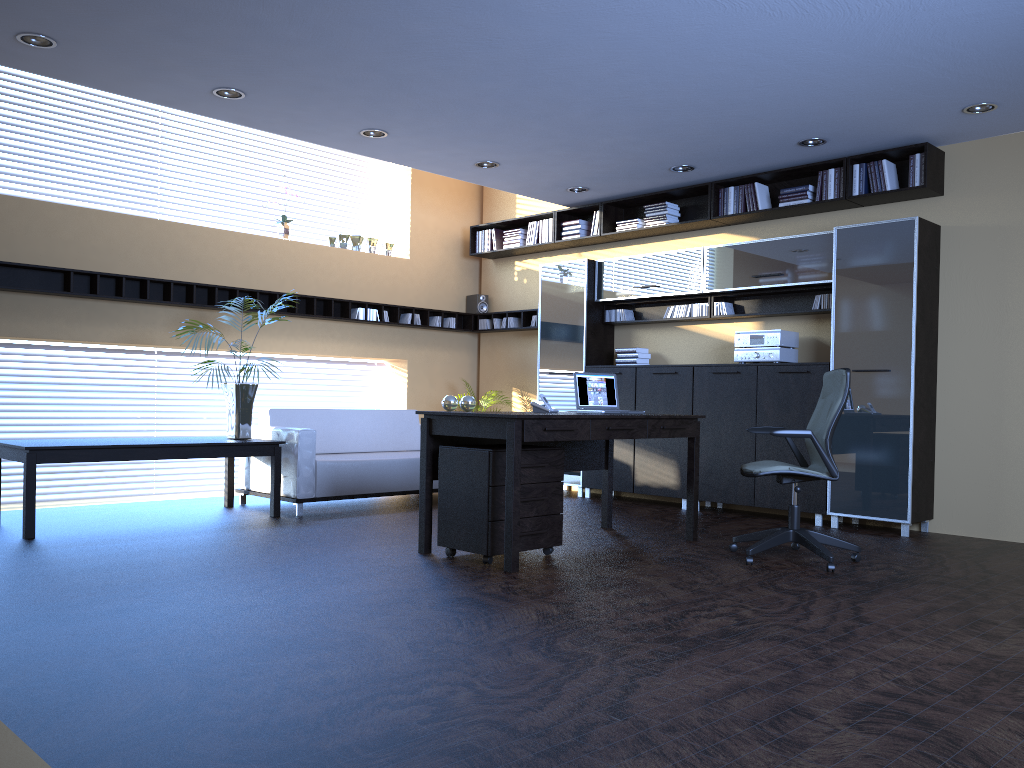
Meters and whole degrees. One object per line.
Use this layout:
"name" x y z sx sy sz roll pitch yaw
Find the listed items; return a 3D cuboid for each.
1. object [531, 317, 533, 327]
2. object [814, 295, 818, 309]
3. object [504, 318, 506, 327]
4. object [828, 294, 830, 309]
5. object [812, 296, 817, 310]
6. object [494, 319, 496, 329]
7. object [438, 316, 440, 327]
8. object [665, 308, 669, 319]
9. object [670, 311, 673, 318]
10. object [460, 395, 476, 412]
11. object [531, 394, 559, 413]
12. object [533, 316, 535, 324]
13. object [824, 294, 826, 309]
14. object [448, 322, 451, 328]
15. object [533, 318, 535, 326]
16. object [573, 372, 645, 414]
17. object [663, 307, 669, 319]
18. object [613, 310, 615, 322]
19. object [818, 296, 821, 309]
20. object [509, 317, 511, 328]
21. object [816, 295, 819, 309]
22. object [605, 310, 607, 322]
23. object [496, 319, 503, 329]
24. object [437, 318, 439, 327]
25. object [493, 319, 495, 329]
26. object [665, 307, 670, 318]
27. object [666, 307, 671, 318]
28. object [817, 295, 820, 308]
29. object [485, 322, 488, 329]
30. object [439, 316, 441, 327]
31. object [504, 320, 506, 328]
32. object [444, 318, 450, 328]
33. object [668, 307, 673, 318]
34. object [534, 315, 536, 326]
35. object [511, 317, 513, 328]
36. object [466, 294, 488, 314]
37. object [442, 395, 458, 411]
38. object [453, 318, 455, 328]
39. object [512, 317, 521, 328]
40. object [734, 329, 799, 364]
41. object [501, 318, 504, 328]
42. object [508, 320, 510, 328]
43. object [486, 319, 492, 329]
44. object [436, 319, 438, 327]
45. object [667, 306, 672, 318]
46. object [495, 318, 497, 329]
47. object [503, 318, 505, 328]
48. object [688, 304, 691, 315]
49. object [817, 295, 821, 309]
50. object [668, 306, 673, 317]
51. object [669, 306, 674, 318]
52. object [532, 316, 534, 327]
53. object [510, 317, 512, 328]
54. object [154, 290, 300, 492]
"object" 0.271 -0.692 9.856 0.142 0.118 0.040 2 0 -45
"object" 2.606 -0.685 7.502 0.142 0.120 0.030 2 0 -45
"object" -0.032 -0.694 10.162 0.142 0.120 0.030 2 0 -45
"object" 2.679 -0.685 7.416 0.142 0.120 0.009 2 0 -45
"object" 2.596 -0.684 7.512 0.142 0.118 0.040 2 0 -45
"object" -0.144 -0.695 10.274 0.142 0.120 0.030 2 0 -45
"object" -0.879 -0.712 10.164 0.030 0.120 0.142 1 0 -45
"object" 1.544 -0.686 8.579 0.142 0.113 0.059 2 0 -45
"object" 1.579 -0.686 8.543 0.142 0.113 0.059 2 0 -45
"object" -0.286 0.126 5.736 0.105 0.105 0.105 1 0 -26
"object" 0.216 0.127 5.846 0.146 0.127 0.130 1 0 30
"object" 0.289 -0.693 9.837 0.142 0.120 0.030 2 0 -45
"object" 2.654 -0.685 7.433 0.142 0.120 0.009 2 0 -45
"object" -0.762 -0.708 10.288 0.009 0.120 0.142 1 0 -45
"object" 0.296 -0.693 9.830 0.142 0.120 0.030 2 0 -45
"object" 0.670 0.062 6.117 0.390 0.283 0.323 2 0 -35
"object" 1.529 -0.686 8.579 0.059 0.113 0.142 1 0 45
"object" 1.082 -0.691 9.034 0.142 0.120 0.009 2 0 -45
"object" 2.627 -0.685 7.479 0.142 0.120 0.030 2 0 -45
"object" 0.028 -0.694 10.100 0.142 0.120 0.030 2 0 -45
"object" 2.613 -0.685 7.494 0.142 0.120 0.030 2 0 -45
"object" 1.010 -0.691 9.105 0.142 0.120 0.009 2 0 -44
"object" -0.126 -0.694 10.256 0.142 0.118 0.040 2 0 -45
"object" -0.889 -0.712 10.158 0.030 0.120 0.142 1 0 -45
"object" -0.158 -0.695 10.288 0.142 0.120 0.030 2 0 -45
"object" 1.547 -0.686 8.568 0.142 0.113 0.059 2 0 -45
"object" 1.554 -0.686 8.561 0.142 0.113 0.059 2 0 -45
"object" 2.621 -0.685 7.487 0.142 0.120 0.030 2 0 -45
"object" -0.256 -0.696 10.387 0.142 0.120 0.009 2 0 -45
"object" -0.867 -0.712 10.181 0.009 0.120 0.142 1 0 -45
"object" -0.025 -0.694 10.154 0.142 0.120 0.030 2 0 -45
"object" -0.776 -0.707 10.267 0.142 0.118 0.040 1 0 45
"object" 1.569 -0.686 8.547 0.140 0.110 0.055 2 0 -45
"object" 0.304 -0.693 9.823 0.142 0.120 0.030 2 0 -45
"object" 0.050 -0.694 10.078 0.142 0.120 0.030 2 0 -45
"object" -0.411 -0.940 10.558 0.159 0.229 0.254 1 0 -35
"object" -0.399 0.123 5.696 0.105 0.105 0.105 1 0 -26
"object" -0.720 -0.706 10.318 0.142 0.120 0.009 1 0 45
"object" 0.061 -0.693 10.068 0.142 0.118 0.040 2 0 -45
"object" 2.200 -0.313 7.684 0.363 0.282 0.430 2 -1 -45
"object" -0.058 -0.694 10.187 0.142 0.118 0.040 2 0 -45
"object" 0.014 -0.695 10.115 0.142 0.120 0.009 2 0 -45
"object" -0.239 -0.694 10.370 0.142 0.118 0.040 2 0 -45
"object" -0.897 -0.713 10.152 0.142 0.120 0.030 1 0 45
"object" 1.559 -0.686 8.551 0.140 0.110 0.055 2 0 -45
"object" -0.136 -0.695 10.266 0.142 0.120 0.030 2 0 -45
"object" -0.040 -0.694 10.169 0.142 0.120 0.030 2 0 -45
"object" 1.717 -0.688 8.392 0.036 0.116 0.140 2 0 45
"object" 2.621 -0.685 7.473 0.140 0.117 0.026 2 0 -45
"object" 1.570 -0.686 8.548 0.142 0.113 0.059 2 0 -45
"object" 1.575 -0.686 8.538 0.140 0.110 0.055 2 0 -45
"object" 0.282 -0.693 9.845 0.142 0.120 0.030 2 0 -45
"object" 0.036 -0.694 10.093 0.142 0.120 0.030 2 0 -45
"object" -2.505 0.127 7.753 1.040 1.860 1.895 1 0 -25
